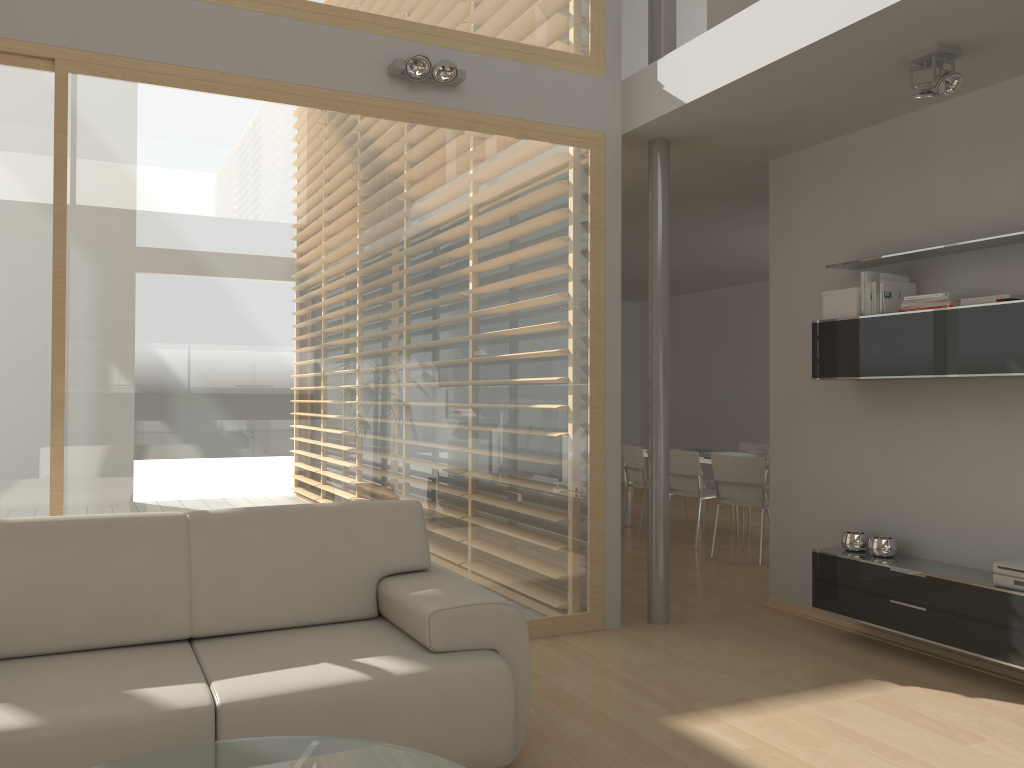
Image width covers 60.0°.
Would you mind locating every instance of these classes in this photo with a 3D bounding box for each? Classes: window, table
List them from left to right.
[{"bbox_3d":[-3.049,-0.062,3.132,2.525,2.500,0.020,1,-1,-26],"label":"window"},{"bbox_3d":[-0.550,1.091,1.705,1.198,0.370,1.198,0,-1,-9],"label":"table"},{"bbox_3d":[-0.722,-0.036,4.236,2.525,2.500,0.020,1,-1,-26],"label":"window"},{"bbox_3d":[-0.712,-2.886,4.280,2.525,2.200,0.020,1,-1,-26],"label":"window"},{"bbox_3d":[1.984,1.002,7.861,0.900,0.746,2.199,1,-1,-26],"label":"table"}]

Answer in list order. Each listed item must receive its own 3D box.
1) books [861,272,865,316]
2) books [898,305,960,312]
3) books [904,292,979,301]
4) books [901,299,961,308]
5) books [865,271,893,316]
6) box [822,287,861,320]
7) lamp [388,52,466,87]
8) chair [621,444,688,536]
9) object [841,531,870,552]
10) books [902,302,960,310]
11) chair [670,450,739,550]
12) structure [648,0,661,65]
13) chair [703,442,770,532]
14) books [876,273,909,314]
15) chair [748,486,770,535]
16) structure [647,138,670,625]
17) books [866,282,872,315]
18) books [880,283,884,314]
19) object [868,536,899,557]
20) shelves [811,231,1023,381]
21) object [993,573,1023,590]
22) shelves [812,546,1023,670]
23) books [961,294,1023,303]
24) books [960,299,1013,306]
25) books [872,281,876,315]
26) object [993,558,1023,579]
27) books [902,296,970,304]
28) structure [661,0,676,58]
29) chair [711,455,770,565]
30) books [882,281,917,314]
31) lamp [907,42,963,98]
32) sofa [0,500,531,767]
[{"bbox_3d":[1.855,-0.447,4.486,0.230,0.227,0.017,1,-1,-26],"label":"books"},{"bbox_3d":[1.998,-0.345,4.133,0.210,0.013,0.297,1,-1,-26],"label":"books"},{"bbox_3d":[2.005,-0.402,4.141,0.230,0.017,0.227,1,-1,-31],"label":"books"},{"bbox_3d":[1.991,-0.370,4.146,0.190,0.015,0.254,1,-1,-30],"label":"books"},{"bbox_3d":[1.869,-0.448,4.473,0.230,0.227,0.017,1,-1,-26],"label":"books"},{"bbox_3d":[1.775,-0.407,4.586,0.232,0.149,0.232,1,-1,-26],"label":"box"},{"bbox_3d":[-0.401,-1.515,4.297,0.360,0.110,0.183,1,-1,-26],"label":"lamp"},{"bbox_3d":[1.318,0.977,8.271,0.501,0.807,0.455,0,-1,-16],"label":"chair"},{"bbox_3d":[1.794,0.823,4.631,0.143,0.091,0.143,0,-1,6],"label":"object"},{"bbox_3d":[1.996,-0.357,4.137,0.190,0.011,0.268,1,-1,-24],"label":"books"},{"bbox_3d":[1.607,0.968,7.618,0.501,0.807,0.455,1,-1,-31],"label":"chair"},{"bbox_3d":[0.834,-2.869,5.017,0.122,2.400,0.121,1,-1,-38],"label":"structure"},{"bbox_3d":[2.185,0.985,8.601,0.501,0.807,0.455,1,-1,-26],"label":"chair"},{"bbox_3d":[1.890,-0.440,4.400,0.207,0.210,0.021,1,-1,-26],"label":"books"},{"bbox_3d":[2.474,0.977,8.028,0.501,0.807,0.455,1,-1,-26],"label":"chair"},{"bbox_3d":[0.823,-0.019,4.974,0.122,2.700,0.121,1,-1,-38],"label":"structure"},{"bbox_3d":[1.871,-0.419,4.449,0.230,0.169,0.027,1,-1,-26],"label":"books"},{"bbox_3d":[1.898,-0.414,4.387,0.207,0.156,0.009,1,-1,-26],"label":"books"},{"bbox_3d":[1.872,0.820,4.472,0.143,0.091,0.143,0,-1,6],"label":"object"},{"bbox_3d":[2.641,-0.199,2.841,0.300,0.914,4.236,1,-1,-26],"label":"shelves"},{"bbox_3d":[2.227,0.831,3.672,0.262,0.049,0.349,1,-1,-26],"label":"object"},{"bbox_3d":[2.637,1.000,2.823,0.300,0.312,4.236,1,-1,-26],"label":"shelves"},{"bbox_3d":[2.137,-0.366,3.869,0.227,0.017,0.230,1,-1,-26],"label":"books"},{"bbox_3d":[2.136,-0.350,3.882,0.254,0.015,0.190,1,-1,-19],"label":"books"},{"bbox_3d":[1.891,-0.419,4.427,0.230,0.169,0.027,1,-1,-26],"label":"books"},{"bbox_3d":[2.227,0.782,3.673,0.262,0.049,0.349,1,-1,-26],"label":"object"},{"bbox_3d":[1.992,-0.386,4.138,0.190,0.015,0.254,1,-1,-24],"label":"books"},{"bbox_3d":[1.866,-2.153,2.507,0.080,0.900,5.400,1,-1,-26],"label":"structure"},{"bbox_3d":[1.879,0.959,6.966,0.455,0.807,0.501,-1,-1,44],"label":"chair"},{"bbox_3d":[1.916,-0.420,4.379,0.230,0.169,0.023,1,-1,-26],"label":"books"},{"bbox_3d":[1.764,-1.288,3.695,0.150,0.195,0.214,1,-1,-26],"label":"lamp"},{"bbox_3d":[-1.055,0.868,2.936,2.093,0.846,1.168,1,-1,-26],"label":"sofa"}]
